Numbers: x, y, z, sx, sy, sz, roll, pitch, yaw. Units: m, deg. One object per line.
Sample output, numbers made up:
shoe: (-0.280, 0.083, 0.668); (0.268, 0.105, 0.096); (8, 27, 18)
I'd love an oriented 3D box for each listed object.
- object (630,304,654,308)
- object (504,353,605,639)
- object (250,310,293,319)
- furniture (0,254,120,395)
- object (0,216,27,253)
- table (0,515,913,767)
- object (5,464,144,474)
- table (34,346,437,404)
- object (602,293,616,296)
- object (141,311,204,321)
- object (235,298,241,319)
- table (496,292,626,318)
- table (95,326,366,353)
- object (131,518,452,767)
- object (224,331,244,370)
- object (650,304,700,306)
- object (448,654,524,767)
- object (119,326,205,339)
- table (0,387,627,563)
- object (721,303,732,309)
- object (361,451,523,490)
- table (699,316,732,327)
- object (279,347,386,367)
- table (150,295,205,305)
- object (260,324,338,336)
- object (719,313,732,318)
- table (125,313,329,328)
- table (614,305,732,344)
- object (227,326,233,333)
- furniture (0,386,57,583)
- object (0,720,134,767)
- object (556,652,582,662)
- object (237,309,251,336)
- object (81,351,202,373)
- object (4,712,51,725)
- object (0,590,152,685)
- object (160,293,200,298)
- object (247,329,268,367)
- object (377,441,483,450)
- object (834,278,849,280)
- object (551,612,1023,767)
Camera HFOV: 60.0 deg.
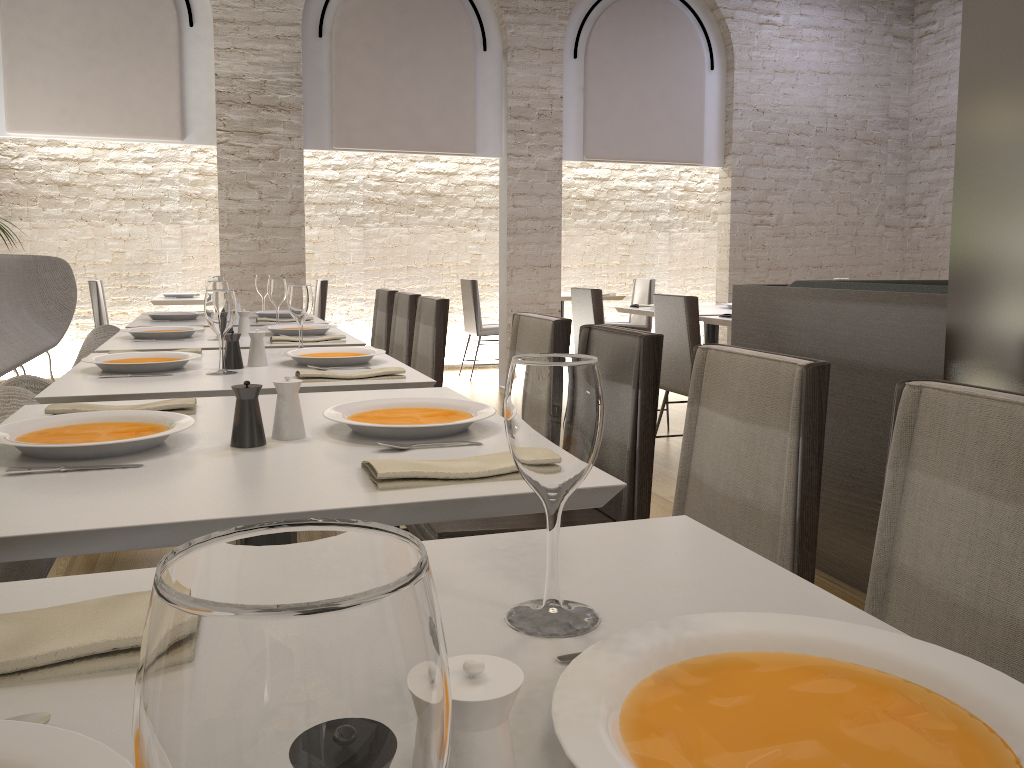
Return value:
object: (0.964, -0.536, 6.092); (0.273, 0.033, 0.143); (-2, 8, -19)
object: (0.036, 0.092, 0.765); (0.086, 0.230, 0.086); (3, 6, 23)
object: (-1.265, -0.377, 4.825); (0.321, 0.036, 0.323); (3, 8, 18)
furniture: (-2.093, -0.053, 4.111); (0.707, 1.092, 2.595); (-2, 8, -18)
object: (-2.794, -0.444, 3.810); (1.147, 1.967, 1.191); (-5, 8, -38)
table: (-0.069, 0.624, 0.506); (0.936, 0.757, 1.015); (-2, 7, -19)
object: (-0.645, 0.123, 1.311); (0.185, 0.010, 0.017); (-2, 8, -18)
table: (-0.801, 0.322, 2.665); (0.936, 0.757, 1.015); (-2, 7, -19)
object: (0.805, -0.823, 8.160); (0.273, 0.033, 0.143); (-2, 8, -19)
object: (-1.775, -0.355, 4.655); (0.321, 0.036, 0.323); (3, 8, 18)
object: (-1.470, -0.404, 4.731); (0.059, 0.109, 0.059); (2, 6, 17)
table: (0.437, -0.476, 8.455); (0.936, 0.757, 1.015); (-2, 7, -19)
table: (-1.154, 0.176, 3.705); (0.936, 0.757, 1.015); (-2, 7, -19)
object: (-0.060, 0.162, 0.256); (0.086, 0.230, 0.086); (3, 6, 23)
object: (-0.804, -0.099, 2.550); (0.059, 0.109, 0.059); (2, 6, 17)
object: (1.056, -0.497, 5.763); (0.322, 0.036, 0.323); (4, 9, 27)
object: (-0.020, 0.194, 0.456); (0.059, 0.109, 0.059); (-3, 7, -27)
object: (-1.410, -0.205, 3.580); (0.321, 0.036, 0.323); (3, 8, 18)
table: (-0.444, 0.469, 1.610); (0.936, 0.757, 1.015); (-2, 7, -19)
object: (1.566, -0.519, 5.933); (0.322, 0.036, 0.323); (4, 9, 27)
object: (-0.076, 0.121, 1.316); (0.273, 0.033, 0.143); (-2, 8, -19)
table: (1.677, 0.034, 4.813); (0.936, 0.757, 1.015); (-2, 7, -19)
object: (-0.548, -0.081, 2.709); (0.321, 0.036, 0.323); (3, 8, 18)
table: (-2.501, -0.351, 7.466); (0.936, 0.757, 1.015); (-2, 7, -19)
object: (-0.900, -0.226, 3.750); (0.321, 0.036, 0.323); (3, 8, 18)
object: (1.328, -0.386, 5.016); (0.273, 0.033, 0.143); (-2, 8, -19)
table: (-1.519, 0.025, 4.781); (0.936, 0.757, 1.015); (-2, 7, -19)
table: (1.312, -0.116, 5.888); (0.936, 0.757, 1.015); (-2, 7, -19)
object: (-1.157, -0.245, 3.590); (0.059, 0.109, 0.059); (2, 6, 17)
furniture: (-0.918, 0.432, 0.644); (0.709, 1.092, 4.494); (-2, 8, -18)
object: (-0.325, 0.243, 0.381); (0.322, 0.036, 0.322); (-6, 10, -40)
object: (0.124, 0.208, 0.717); (0.185, 0.010, 0.017); (-2, 8, -18)
object: (-1.105, -0.254, 3.656); (0.059, 0.109, 0.059); (2, 6, 17)
object: (-1.057, -0.059, 2.540); (0.321, 0.036, 0.323); (3, 8, 18)
object: (-0.385, 0.227, 0.547); (0.181, 0.015, 0.038); (-2, 8, -17)
object: (-0.417, 0.204, 0.709); (0.273, 0.033, 0.143); (-2, 8, -19)
object: (-2.757, -0.732, 7.341); (0.322, 0.036, 0.323); (3, 8, 16)
object: (-0.752, -0.108, 2.615); (0.059, 0.109, 0.059); (2, 6, 17)
object: (-0.136, 0.099, 1.481); (0.181, 0.015, 0.038); (-2, 8, -17)
object: (1.716, -0.437, 4.631); (0.086, 0.230, 0.086); (1, 6, 11)
object: (0.185, 0.222, 0.550); (0.322, 0.036, 0.322); (-6, 10, -40)
